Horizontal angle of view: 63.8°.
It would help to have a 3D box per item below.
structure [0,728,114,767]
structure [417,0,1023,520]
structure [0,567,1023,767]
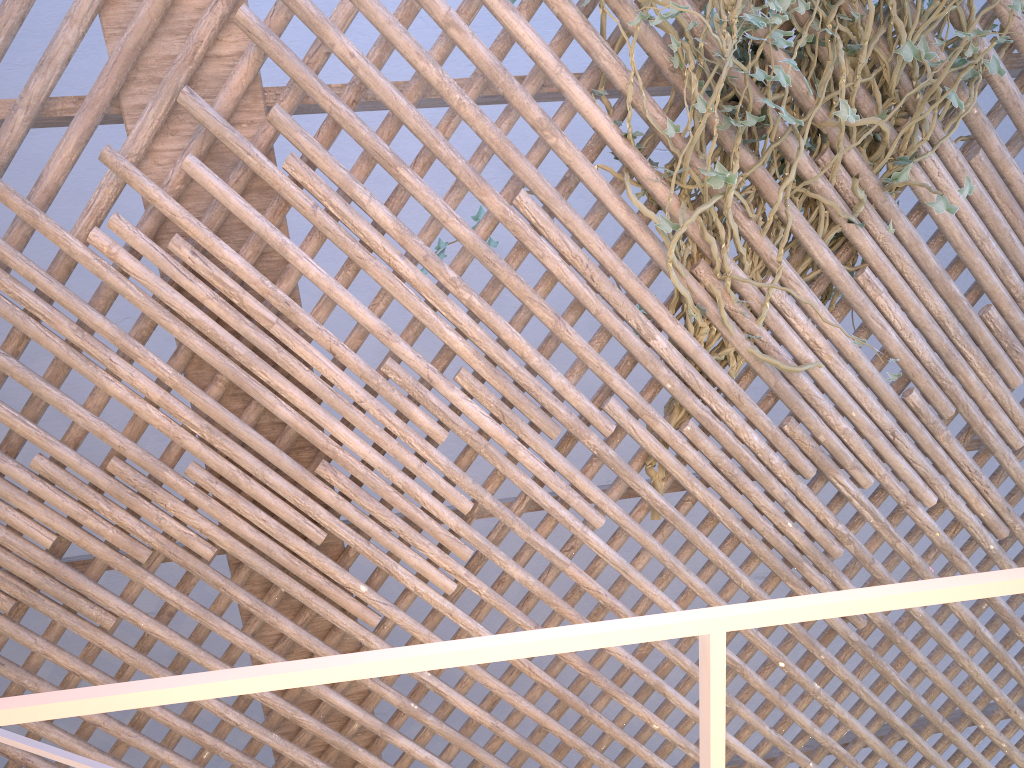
[{"bbox_3d":[-0.298,1.154,1.437,1.951,2.157,1.065,-8,17,-10],"label":"structure"},{"bbox_3d":[0.874,-1.162,1.536,2.343,2.991,0.660,-8,20,-11],"label":"structure"},{"bbox_3d":[-0.156,0.432,0.482,1.702,0.624,0.024,-6,20,-4],"label":"structure"}]
